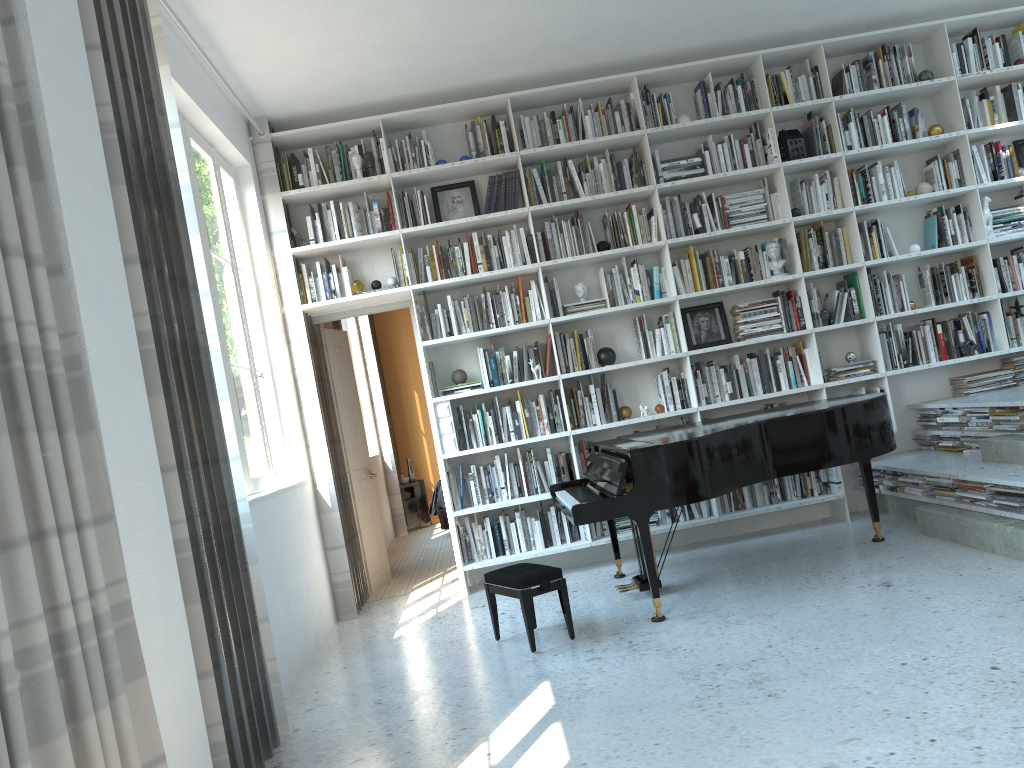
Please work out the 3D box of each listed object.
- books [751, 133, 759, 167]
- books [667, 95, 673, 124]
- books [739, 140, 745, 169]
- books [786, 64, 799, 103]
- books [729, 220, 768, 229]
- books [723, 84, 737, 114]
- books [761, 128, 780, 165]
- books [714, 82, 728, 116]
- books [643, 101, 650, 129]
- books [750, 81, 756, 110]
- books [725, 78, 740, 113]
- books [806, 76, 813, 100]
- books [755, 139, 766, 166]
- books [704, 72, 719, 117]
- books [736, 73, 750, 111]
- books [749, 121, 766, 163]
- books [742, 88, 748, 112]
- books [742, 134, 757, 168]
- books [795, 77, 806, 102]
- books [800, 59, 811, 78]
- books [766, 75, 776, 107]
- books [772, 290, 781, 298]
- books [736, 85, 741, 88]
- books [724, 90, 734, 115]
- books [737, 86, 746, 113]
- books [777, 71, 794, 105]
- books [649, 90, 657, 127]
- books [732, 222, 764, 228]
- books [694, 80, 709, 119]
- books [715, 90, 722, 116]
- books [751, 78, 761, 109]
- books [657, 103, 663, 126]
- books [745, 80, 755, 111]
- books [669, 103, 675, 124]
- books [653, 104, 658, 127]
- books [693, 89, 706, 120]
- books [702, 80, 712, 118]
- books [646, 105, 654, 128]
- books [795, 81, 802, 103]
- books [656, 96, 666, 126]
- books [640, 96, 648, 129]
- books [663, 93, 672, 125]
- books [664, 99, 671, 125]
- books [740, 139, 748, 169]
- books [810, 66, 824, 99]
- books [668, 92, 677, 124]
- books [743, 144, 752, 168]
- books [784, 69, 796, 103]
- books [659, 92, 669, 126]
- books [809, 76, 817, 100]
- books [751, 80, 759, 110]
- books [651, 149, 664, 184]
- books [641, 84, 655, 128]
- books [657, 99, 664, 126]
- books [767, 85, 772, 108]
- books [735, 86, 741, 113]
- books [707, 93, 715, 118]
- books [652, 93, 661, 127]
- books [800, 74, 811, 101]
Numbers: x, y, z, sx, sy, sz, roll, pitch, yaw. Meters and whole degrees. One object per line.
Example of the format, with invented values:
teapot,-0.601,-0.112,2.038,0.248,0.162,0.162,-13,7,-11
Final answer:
books,1.621,-1.546,5.998,0.029,0.261,0.133,-10,-1,-3
books,1.052,-1.808,5.993,0.013,0.249,0.148,-10,-1,-3
books,1.534,-1.514,5.989,0.010,0.230,0.152,-10,-1,-3
books,1.888,-1.987,6.006,0.010,0.297,0.167,-10,-1,-3
books,1.577,-1.064,5.982,0.254,0.012,0.161,-11,-2,1
books,1.474,-1.880,5.994,0.023,0.236,0.154,-10,-1,-3
books,1.709,-1.552,5.932,0.037,0.237,0.272,-10,-1,-3
books,1.413,-1.885,6.006,0.028,0.270,0.140,-10,-1,-3
books,0.891,-1.768,5.980,0.023,0.228,0.157,-10,-1,-3
books,1.615,-1.909,6.012,0.014,0.244,0.145,-10,-1,-3
books,1.488,-1.900,5.980,0.010,0.270,0.180,-10,-1,-3
books,1.989,-1.957,6.024,0.025,0.203,0.162,-10,-1,-3
books,1.655,-1.523,5.984,0.029,0.202,0.191,-10,-1,-3
books,1.341,-1.904,5.981,0.010,0.331,0.186,-10,-1,-3
books,1.569,-1.933,6.009,0.012,0.308,0.138,-10,-1,-3
books,1.663,-1.591,5.995,0.012,0.334,0.155,-10,-1,-3
books,1.565,-1.880,6.014,0.014,0.204,0.135,-10,-1,-3
books,1.593,-1.535,5.980,0.032,0.248,0.173,-10,-1,-3
books,1.935,-1.947,6.005,0.024,0.201,0.180,-10,-1,-3
books,2.017,-2.026,6.036,0.012,0.329,0.128,-10,-1,-3
books,1.728,-1.929,5.985,0.007,0.239,0.191,-10,-1,-3
books,1.813,-0.479,5.996,0.011,0.299,0.130,-10,-1,-3
books,1.542,-1.890,6.019,0.026,0.233,0.137,-10,-1,-3
books,1.450,-1.858,5.987,0.033,0.203,0.166,-10,-1,-3
books,1.523,-1.872,5.974,0.023,0.202,0.193,-10,-1,-3
books,1.831,-1.955,6.000,0.054,0.254,0.191,-10,-1,-3
books,0.941,-1.812,5.978,0.010,0.296,0.153,-10,-1,-3
books,1.579,-1.052,5.979,0.254,0.012,0.161,-10,-2,-6
books,1.282,-1.873,5.980,0.014,0.292,0.176,-10,-1,-3
books,1.381,-1.850,5.986,0.050,0.211,0.173,-10,-1,-3
books,1.645,-1.921,6.012,0.022,0.257,0.136,-10,-1,-3
books,0.987,-1.769,5.977,0.023,0.195,0.172,-10,-1,-3
books,1.594,-1.906,6.001,0.028,0.244,0.161,-10,-1,-3
books,1.069,-1.780,5.983,0.010,0.186,0.152,-10,-1,-3
books,0.959,-1.769,5.990,0.011,0.205,0.145,-10,-1,-3
books,1.273,-1.847,5.997,0.012,0.245,0.151,-10,-1,-3
books,1.303,-1.879,5.989,0.011,0.296,0.157,-10,-1,-3
books,0.918,-1.756,5.968,0.026,0.194,0.166,-10,-1,-3
books,1.914,-1.932,6.003,0.022,0.180,0.173,-10,-1,-3
books,1.007,-1.799,5.985,0.014,0.248,0.139,-10,-1,-3
books,0.865,-1.776,5.960,0.026,0.253,0.185,-10,-1,-3
books,1.044,-1.810,5.974,0.005,0.255,0.168,-10,-1,-3
books,1.037,-1.790,5.975,0.016,0.219,0.144,-10,-1,-3
books,1.545,-1.517,5.983,0.012,0.230,0.158,-10,-1,-3
books,2.046,-1.994,6.004,0.029,0.253,0.186,-10,-1,-3
books,1.073,-1.816,5.978,0.011,0.256,0.143,-10,-1,-3
books,1.569,-1.500,5.979,0.029,0.188,0.176,-10,-1,-3
books,1.870,-1.971,6.022,0.030,0.274,0.151,-10,-1,-3
books,1.018,-1.810,5.979,0.013,0.264,0.147,-10,-1,-3
books,2.013,-1.957,6.017,0.022,0.194,0.182,-10,-1,-3
books,1.629,-1.909,6.004,0.014,0.238,0.153,-10,-1,-3
books,0.970,-1.421,5.946,0.021,0.249,0.191,-10,-1,-3
books,0.924,-1.831,5.983,0.014,0.341,0.145,-10,-1,-3
books,0.998,-1.790,5.997,0.006,0.233,0.136,-10,-1,-3
books,1.720,-1.903,6.009,0.015,0.192,0.160,-10,-1,-3
books,1.503,-1.875,5.990,0.012,0.217,0.179,-10,-1,-3
books,1.331,-1.839,6.001,0.031,0.208,0.147,-10,-1,-3
books,0.965,-1.801,5.964,0.011,0.265,0.163,-10,-1,-3
books,1.962,-1.958,6.002,0.031,0.213,0.169,-10,-1,-3
